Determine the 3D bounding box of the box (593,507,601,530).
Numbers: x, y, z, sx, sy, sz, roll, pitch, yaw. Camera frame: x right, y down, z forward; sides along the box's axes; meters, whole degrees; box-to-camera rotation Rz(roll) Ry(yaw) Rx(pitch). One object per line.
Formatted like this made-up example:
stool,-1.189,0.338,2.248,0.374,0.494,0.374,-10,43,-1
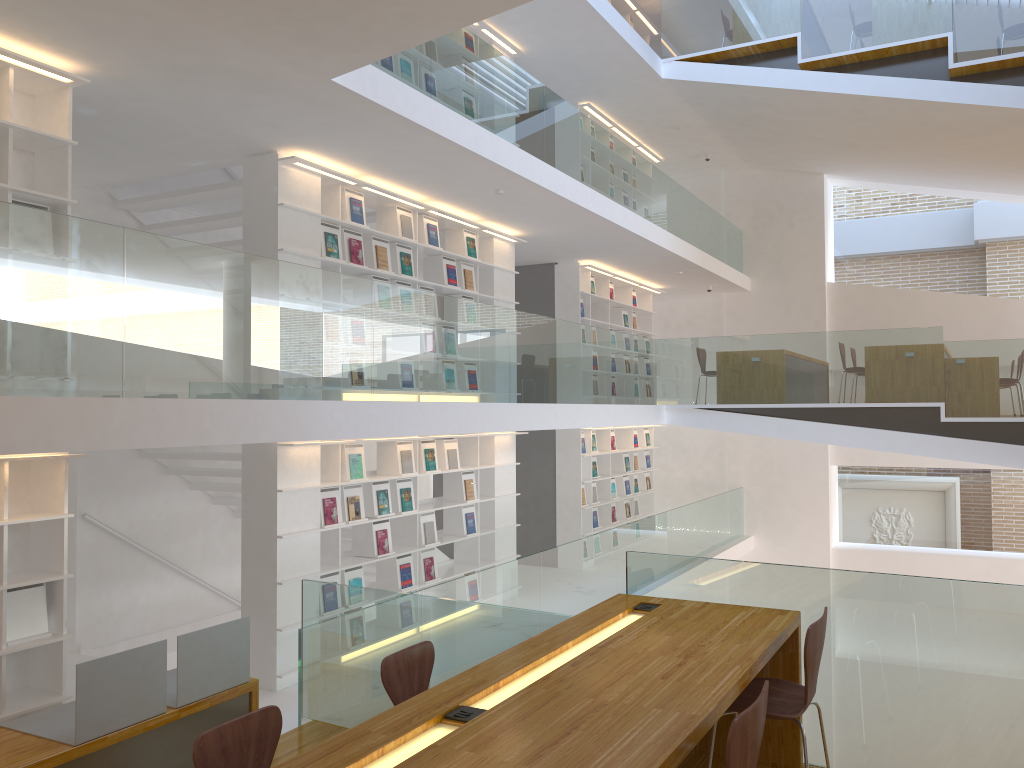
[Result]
box,1.006,1.749,11.696,0.274,0.296,0.245,-1,-2,28

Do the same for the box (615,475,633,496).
box,1.567,1.451,12.763,0.274,0.296,0.245,-1,-2,28

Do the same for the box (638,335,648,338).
box,1.973,-0.587,13.611,0.274,0.296,0.245,-1,-2,28

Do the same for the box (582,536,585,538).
box,0.812,2.069,11.318,0.274,0.296,0.245,-1,-2,28

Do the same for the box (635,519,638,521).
box,1.740,2.117,13.062,0.274,0.296,0.245,-1,-2,28

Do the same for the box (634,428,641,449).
box,1.734,0.804,13.103,0.274,0.296,0.245,-1,-2,28

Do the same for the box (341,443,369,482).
box,-1.342,0.633,7.194,0.274,0.296,0.245,-1,-2,28

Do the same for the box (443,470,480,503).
box,-0.499,1.007,8.763,0.274,0.296,0.245,-1,-2,28

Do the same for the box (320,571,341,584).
box,-1.478,1.611,6.898,0.274,0.296,0.245,-1,-2,28

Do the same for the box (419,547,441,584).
box,-0.833,1.646,8.110,0.274,0.296,0.245,-1,-2,28

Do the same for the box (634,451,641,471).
box,1.735,1.131,13.093,0.274,0.296,0.245,-1,-2,28

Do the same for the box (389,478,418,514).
box,-1.010,0.980,7.804,0.274,0.296,0.245,-1,-2,28

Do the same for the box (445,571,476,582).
box,-0.482,1.993,8.755,0.274,0.296,0.245,-1,-2,28

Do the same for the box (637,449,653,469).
box,1.982,1.144,13.557,0.274,0.296,0.245,-1,-2,28

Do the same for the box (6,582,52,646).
box,-2.682,1.221,4.784,0.274,0.296,0.245,-1,-2,28

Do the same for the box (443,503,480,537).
box,-0.497,1.336,8.754,0.274,0.296,0.245,-1,-2,28

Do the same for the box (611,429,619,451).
box,1.303,0.779,12.289,0.274,0.296,0.245,-1,-2,28

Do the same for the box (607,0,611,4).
box,1.271,-5.341,12.482,0.274,0.296,0.245,-1,-2,28

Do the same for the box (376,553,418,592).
box,-1.009,1.637,7.779,0.274,0.296,0.245,-1,-2,28

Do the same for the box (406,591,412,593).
box,-1.007,1.965,7.769,0.274,0.296,0.245,-1,-2,28

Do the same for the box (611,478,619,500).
box,1.314,1.437,12.289,0.274,0.296,0.245,-1,-2,28

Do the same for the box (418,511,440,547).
box,-0.837,1.318,8.115,0.274,0.296,0.245,-1,-2,28

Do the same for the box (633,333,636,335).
box,1.722,-0.600,13.139,0.274,0.296,0.245,-1,-2,28

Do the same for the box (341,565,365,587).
box,-1.339,1.619,7.159,0.274,0.296,0.245,-1,-2,28

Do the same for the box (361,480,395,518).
box,-1.173,0.964,7.499,0.274,0.296,0.245,-1,-2,28

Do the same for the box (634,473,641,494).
box,1.732,1.460,13.074,0.274,0.296,0.245,-1,-2,28

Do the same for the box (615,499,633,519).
box,1.575,1.780,12.765,0.274,0.296,0.245,-1,-2,28

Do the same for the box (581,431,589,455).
box,0.807,0.756,11.363,0.274,0.296,0.245,-1,-2,28

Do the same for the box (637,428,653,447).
box,1.980,0.816,13.567,0.274,0.296,0.245,-1,-2,28

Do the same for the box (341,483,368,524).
box,-1.352,0.962,7.189,0.274,0.296,0.245,-1,-2,28

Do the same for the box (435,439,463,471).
box,-2.253,2.327,5.398,0.498,3.764,7.125,-1,-2,28

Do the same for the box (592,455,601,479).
box,0.995,1.087,11.703,0.274,0.296,0.245,-1,-2,28

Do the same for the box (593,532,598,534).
box,1.013,2.078,11.696,0.274,0.296,0.245,-1,-2,28

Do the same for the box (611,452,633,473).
box,1.565,1.123,12.774,0.274,0.296,0.245,-1,-2,28

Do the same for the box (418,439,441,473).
box,-0.833,0.661,8.149,0.274,0.296,0.245,-1,-2,28

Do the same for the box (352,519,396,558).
box,-1.168,1.293,7.494,0.274,0.296,0.245,-1,-2,28

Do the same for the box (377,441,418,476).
box,-1.009,0.651,7.820,0.274,0.296,0.245,-1,-2,28

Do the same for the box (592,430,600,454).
box,0.982,0.763,11.692,0.274,0.296,0.245,-1,-2,28

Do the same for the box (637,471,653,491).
box,1.990,1.473,13.558,0.274,0.296,0.245,-1,-2,28

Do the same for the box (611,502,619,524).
box,1.309,1.765,12.266,0.274,0.296,0.245,-1,-2,28

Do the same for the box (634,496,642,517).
box,1.743,1.789,13.081,0.274,0.296,0.245,-1,-2,28

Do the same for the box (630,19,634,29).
box,1.702,-5.316,13.296,0.274,0.296,0.245,-1,-2,28

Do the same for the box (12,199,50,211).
box,-2.693,-0.839,4.849,0.274,0.296,0.245,-1,-2,28

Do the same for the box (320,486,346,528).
box,-1.484,0.953,6.915,0.274,0.296,0.245,-1,-2,28

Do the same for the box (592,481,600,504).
box,0.986,1.419,11.672,0.274,0.296,0.245,-1,-2,28

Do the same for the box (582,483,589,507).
box,0.809,1.410,11.341,0.274,0.296,0.245,-1,-2,28
